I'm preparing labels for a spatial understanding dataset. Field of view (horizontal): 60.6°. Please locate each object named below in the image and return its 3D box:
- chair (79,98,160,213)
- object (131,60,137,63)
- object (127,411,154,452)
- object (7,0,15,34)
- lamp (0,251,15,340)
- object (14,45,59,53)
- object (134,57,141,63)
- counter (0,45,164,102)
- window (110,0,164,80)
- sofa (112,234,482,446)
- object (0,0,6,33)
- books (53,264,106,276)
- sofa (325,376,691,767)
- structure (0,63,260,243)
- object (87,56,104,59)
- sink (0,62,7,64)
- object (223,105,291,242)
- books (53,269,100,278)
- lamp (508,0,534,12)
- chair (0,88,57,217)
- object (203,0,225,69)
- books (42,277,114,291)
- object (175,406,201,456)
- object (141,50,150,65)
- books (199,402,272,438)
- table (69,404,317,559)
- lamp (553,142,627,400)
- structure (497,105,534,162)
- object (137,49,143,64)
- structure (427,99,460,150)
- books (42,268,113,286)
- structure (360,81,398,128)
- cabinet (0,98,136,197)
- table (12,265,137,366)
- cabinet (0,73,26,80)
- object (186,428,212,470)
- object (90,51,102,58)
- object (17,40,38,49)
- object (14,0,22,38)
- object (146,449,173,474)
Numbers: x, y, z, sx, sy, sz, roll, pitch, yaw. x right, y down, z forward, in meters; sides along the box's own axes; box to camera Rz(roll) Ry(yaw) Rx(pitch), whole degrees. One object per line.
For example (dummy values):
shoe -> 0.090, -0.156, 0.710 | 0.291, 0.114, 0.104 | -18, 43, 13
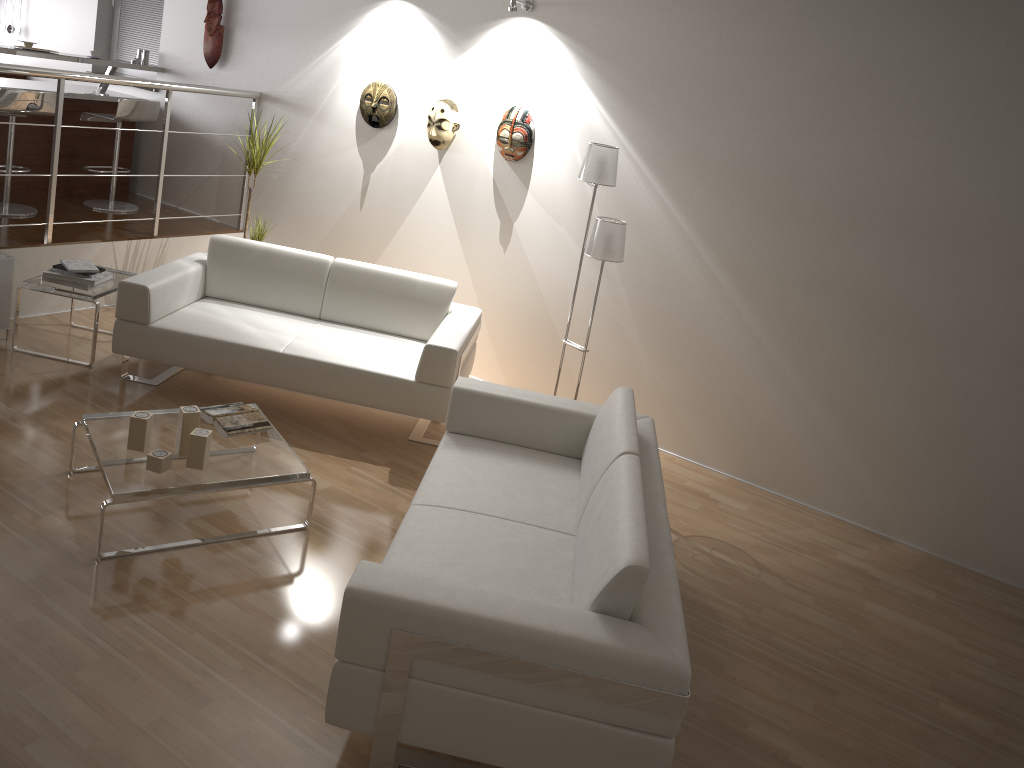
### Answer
chair -> -2.948, -1.733, 6.544 | 0.433, 0.822, 0.393 | 16, 13, 24
object -> -2.992, -2.554, 6.936 | 0.052, 0.018, 0.051 | 21, 21, 29
object -> -1.451, 0.178, 3.422 | 0.067, 0.146, 0.069 | 10, 12, -2
object -> -4.514, -3.350, 7.923 | 0.092, 0.354, 0.044 | 17, 12, 28
lamp -> -2.907, -0.485, 4.839 | 0.203, 0.466, 0.194 | 17, 13, 28
object -> -3.393, -2.389, 6.255 | 0.223, 0.010, 0.314 | 21, 21, 29
object -> -2.965, -2.563, 6.935 | 0.051, 0.044, 0.053 | 7, 16, -14
counter -> -3.608, -2.324, 6.450 | 0.855, 0.308, 2.139 | 19, 21, 26
window -> -3.036, -3.148, 7.278 | 0.860, 1.228, 0.143 | 18, 13, 29
sofa -> -1.118, -0.294, 4.834 | 1.785, 0.717, 0.938 | 12, 16, 4
object -> -4.620, -3.376, 7.960 | 0.109, 0.366, 0.020 | 17, 12, 29
books -> -2.397, -0.640, 4.852 | 0.217, 0.014, 0.156 | 13, 19, 8
sofa -> 0.068, 0.523, 3.084 | 0.907, 0.714, 1.846 | 11, 18, 3
structure -> -2.557, -1.432, 5.567 | 0.058, 1.015, 2.364 | 16, 18, 27
object -> -3.137, -2.450, 6.571 | 0.140, 0.008, 0.134 | 13, 19, 7
sink -> -4.840, -2.998, 7.731 | 0.612, 0.560, 0.683 | 18, 17, 27
object -> -1.763, -1.133, 5.844 | 0.453, 1.428, 0.503 | 20, 15, 40
books -> -2.399, -0.627, 4.854 | 0.216, 0.014, 0.157 | 10, 19, -2
lamp -> 0.045, -2.253, 5.199 | 0.082, 0.105, 0.194 | 18, 18, 27
chair -> -3.353, -1.572, 5.861 | 0.435, 0.822, 0.392 | 18, 14, 32
object -> -2.224, -2.763, 6.577 | 0.150, 0.765, 0.156 | 7, 11, -16
books -> -2.408, -0.582, 4.863 | 0.289, 0.026, 0.234 | 13, 19, 8
object -> -1.275, 0.178, 3.446 | 0.067, 0.190, 0.069 | 2, 14, -36
object -> -2.915, -2.599, 6.967 | 0.053, 0.108, 0.054 | 13, 12, 12
books -> -1.196, 0.148, 3.782 | 0.205, 0.054, 0.301 | -8, 25, -43
table -> -1.313, 0.356, 3.579 | 0.794, 0.241, 0.727 | -3, 22, -35
lamp -> 0.376, -0.421, 4.606 | 0.208, 1.619, 0.376 | 1, 14, -40
structure -> 0.003, -1.533, 5.346 | 0.270, 0.343, 0.076 | 18, 13, 29
object -> -2.968, -2.615, 6.990 | 0.053, 0.106, 0.054 | 13, 12, 12
structure -> -0.467, -1.656, 5.582 | 0.248, 0.319, 0.131 | 18, 14, 29
books -> -2.403, -0.607, 4.858 | 0.287, 0.026, 0.236 | 10, 19, -2
structure -> -0.914, -1.872, 5.864 | 0.323, 0.306, 0.070 | 19, 14, 29
cabinet -> -3.820, -1.822, 6.485 | 0.646, 0.725, 1.880 | 18, 19, 27
table -> -2.440, -0.412, 4.993 | 0.465, 0.387, 0.570 | 11, 16, 3
cabinet -> -5.614, -2.229, 6.648 | 0.694, 0.771, 3.564 | 18, 20, 26
object -> -1.201, 0.243, 3.365 | 0.067, 0.146, 0.069 | 10, 12, -2
object -> -3.128, -2.474, 6.578 | 0.079, 0.044, 0.070 | 3, 18, -24
object -> -3.414, -2.396, 6.194 | 0.132, 0.040, 0.142 | 20, 21, 28
object -> -4.422, -3.299, 7.846 | 0.073, 0.370, 0.024 | 17, 12, 29
object -> -1.326, 0.284, 3.295 | 0.068, 0.072, 0.069 | 14, 15, 13
